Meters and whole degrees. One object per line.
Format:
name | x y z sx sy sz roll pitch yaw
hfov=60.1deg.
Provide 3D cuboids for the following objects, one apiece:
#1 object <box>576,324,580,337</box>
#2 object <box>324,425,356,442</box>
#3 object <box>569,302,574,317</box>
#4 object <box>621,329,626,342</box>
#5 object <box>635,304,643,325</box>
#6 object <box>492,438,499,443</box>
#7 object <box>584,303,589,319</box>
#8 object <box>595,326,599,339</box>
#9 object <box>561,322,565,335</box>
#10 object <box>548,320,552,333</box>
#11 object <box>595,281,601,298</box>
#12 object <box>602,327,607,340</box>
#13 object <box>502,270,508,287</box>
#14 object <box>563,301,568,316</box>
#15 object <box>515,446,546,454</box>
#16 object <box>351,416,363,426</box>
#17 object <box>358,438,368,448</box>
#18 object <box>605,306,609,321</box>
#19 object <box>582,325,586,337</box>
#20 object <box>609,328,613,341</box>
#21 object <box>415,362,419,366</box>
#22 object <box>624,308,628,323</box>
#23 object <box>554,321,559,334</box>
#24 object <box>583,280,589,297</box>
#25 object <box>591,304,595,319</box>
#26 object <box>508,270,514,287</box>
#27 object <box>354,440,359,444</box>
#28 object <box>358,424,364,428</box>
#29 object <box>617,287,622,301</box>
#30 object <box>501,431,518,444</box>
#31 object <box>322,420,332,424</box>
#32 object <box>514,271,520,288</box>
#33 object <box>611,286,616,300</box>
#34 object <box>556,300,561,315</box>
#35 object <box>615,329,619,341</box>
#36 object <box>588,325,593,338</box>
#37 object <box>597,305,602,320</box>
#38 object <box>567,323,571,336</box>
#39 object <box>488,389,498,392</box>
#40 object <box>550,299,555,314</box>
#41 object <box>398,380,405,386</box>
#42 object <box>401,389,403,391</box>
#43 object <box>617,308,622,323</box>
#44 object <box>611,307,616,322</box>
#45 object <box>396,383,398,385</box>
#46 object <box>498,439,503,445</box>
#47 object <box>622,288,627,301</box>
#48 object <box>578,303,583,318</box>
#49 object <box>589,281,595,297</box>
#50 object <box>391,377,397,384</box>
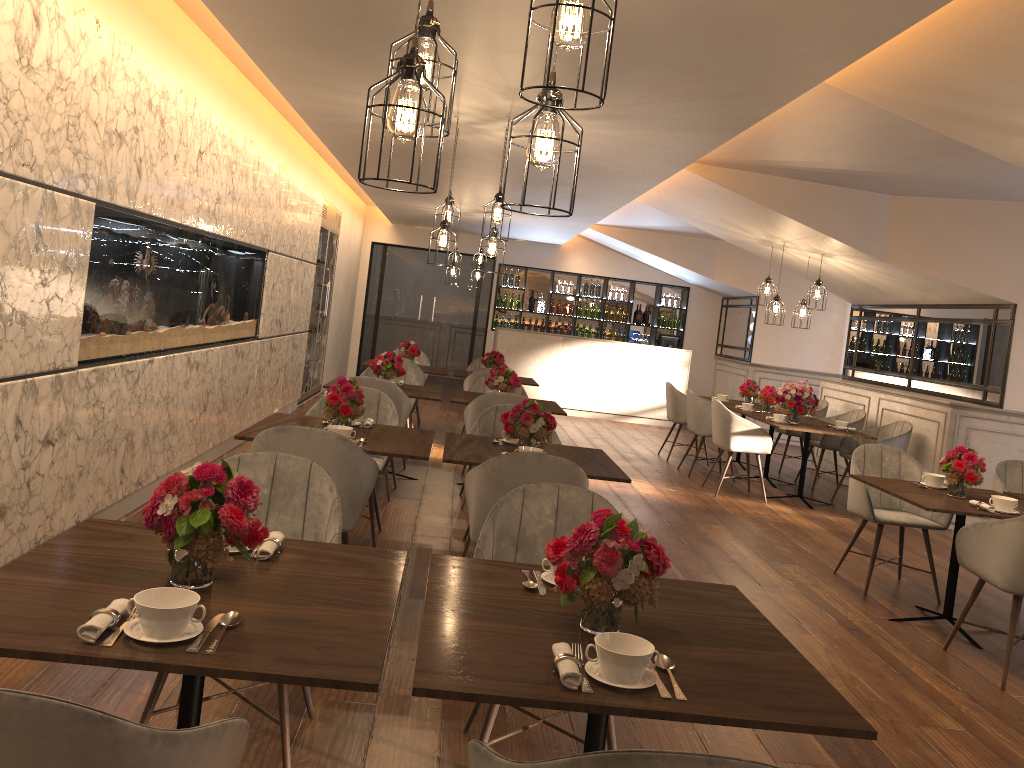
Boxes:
object | 1.131 -0.905 15.160 0.065 0.261 0.066 6 2 -25
object | -0.824 0.242 4.226 0.148 0.072 0.149 5 4 -26
object | 1.026 -1.282 15.143 0.065 0.261 0.066 6 2 -25
object | 1.921 -0.813 15.207 0.065 0.261 0.066 6 2 -25
object | 2.187 -1.193 15.188 0.104 0.359 0.104 6 2 -42
object | -0.097 0.309 4.860 0.043 0.015 0.198 6 5 -7
object | 1.285 -1.253 15.159 0.065 0.263 0.066 6 2 -25
object | 1.460 -0.867 15.180 0.065 0.261 0.066 6 2 -25
object | 0.872 -0.935 15.145 0.065 0.261 0.066 6 2 -25
object | 0.653 -0.961 15.132 0.065 0.261 0.066 6 2 -25
object | 1.478 -1.624 15.127 0.075 0.310 0.075 7 1 7
object | 1.592 -0.851 15.187 0.065 0.261 0.066 6 2 -25
object | -0.113 -1.810 15.033 0.075 0.310 0.075 8 2 22
object | 0.916 -1.295 15.137 0.065 0.261 0.066 6 2 -25
object | 0.087 0.349 4.280 0.148 0.072 0.149 5 4 -26
object | -0.893 0.185 4.831 0.148 0.072 0.149 5 4 -26
object | -0.724 0.281 4.252 0.043 0.015 0.198 7 5 0
object | 1.636 -1.211 15.179 0.065 0.261 0.066 6 2 -25
object | 1.241 -0.892 15.167 0.065 0.261 0.066 6 2 -25
object | 1.702 -0.838 15.194 0.065 0.261 0.066 6 2 -25
object | -1.064 -0.227 9.901 0.056 0.039 0.176 7 4 -4
object | 1.965 -1.172 15.199 0.065 0.261 0.066 6 2 -25
object | 0.763 -0.948 15.138 0.065 0.261 0.066 6 2 -25
object | 1.272 -1.648 15.115 0.075 0.310 0.075 8 2 29
object | 1.395 -1.240 15.165 0.065 0.263 0.066 6 2 -25
object | -0.010 -1.798 15.039 0.075 0.310 0.075 8 2 40
object | -0.752 0.283 4.257 0.022 0.004 0.211 7 5 -4
object | -0.817 0.219 4.827 0.025 0.024 0.193 7 5 -4
object | 1.836 -1.544 15.150 0.070 0.235 0.041 7 1 -4
object | 0.017 0.291 4.885 0.148 0.072 0.149 5 4 -26
object | -1.008 0.202 4.806 0.043 0.015 0.198 6 5 -7
object | 0.094 -1.786 15.045 0.075 0.310 0.075 8 2 43
object | 1.736 -1.556 15.144 0.070 0.235 0.041 7 1 -4
object | 0.806 -1.308 15.130 0.065 0.261 0.066 6 2 -25
object | 1.811 -0.826 15.200 0.065 0.261 0.066 6 2 -25
object | 1.351 -0.879 15.173 0.065 0.261 0.066 6 2 -25
object | 1.504 -1.227 15.172 0.065 0.263 0.066 6 2 -25
object | 0.982 -0.923 15.151 0.065 0.261 0.066 6 2 -25
object | -0.126 0.067 7.454 0.149 0.072 0.148 10 5 39
object | 0.697 -1.320 15.124 0.065 0.261 0.066 6 2 -25
object | -0.925 -0.009 7.407 0.056 0.039 0.176 7 4 -4
object | -0.859 0.058 6.821 0.043 0.015 0.198 6 5 -7
object | 1.855 -1.185 15.192 0.065 0.261 0.066 6 2 -25
object | 1.746 -1.198 15.186 0.065 0.261 0.066 6 2 -25
object | -0.960 -0.005 7.396 0.025 0.024 0.193 7 5 -4
object | -0.062 0.319 4.855 0.022 0.004 0.211 7 5 -4
object | 1.935 -1.533 15.156 0.070 0.235 0.041 7 1 -4
object | 1.175 -1.265 15.152 0.065 0.261 0.066 6 2 -25
object | 1.375 -1.636 15.121 0.075 0.310 0.075 7 1 7
object | -1.036 -0.039 7.400 0.149 0.072 0.148 10 5 39
